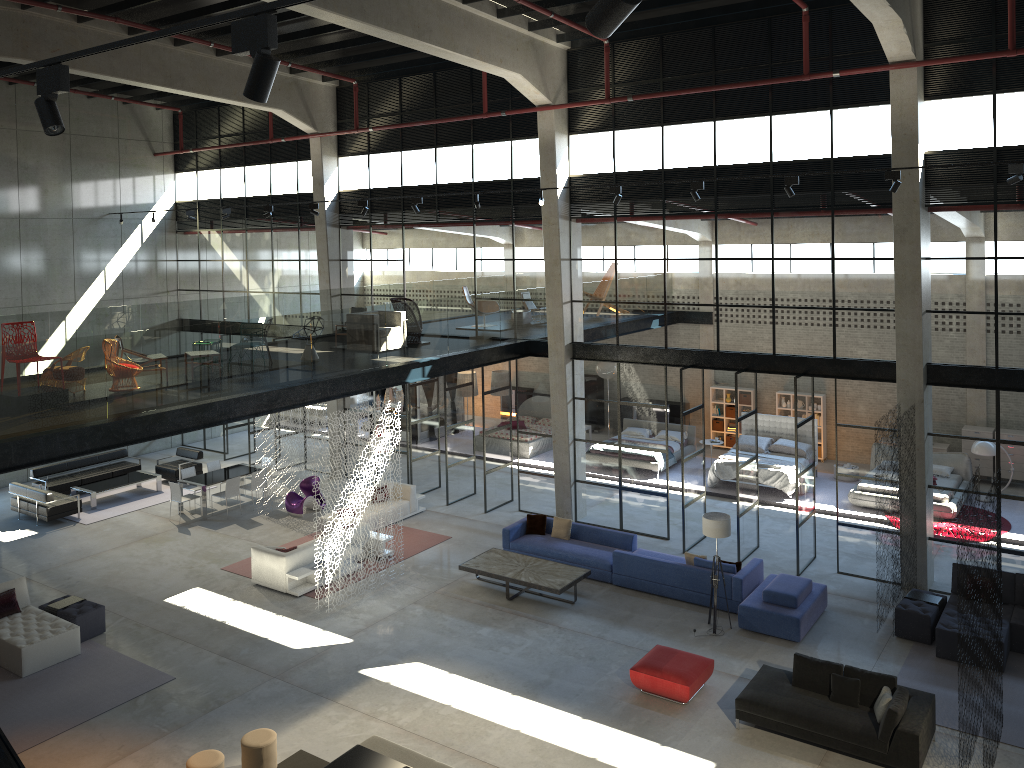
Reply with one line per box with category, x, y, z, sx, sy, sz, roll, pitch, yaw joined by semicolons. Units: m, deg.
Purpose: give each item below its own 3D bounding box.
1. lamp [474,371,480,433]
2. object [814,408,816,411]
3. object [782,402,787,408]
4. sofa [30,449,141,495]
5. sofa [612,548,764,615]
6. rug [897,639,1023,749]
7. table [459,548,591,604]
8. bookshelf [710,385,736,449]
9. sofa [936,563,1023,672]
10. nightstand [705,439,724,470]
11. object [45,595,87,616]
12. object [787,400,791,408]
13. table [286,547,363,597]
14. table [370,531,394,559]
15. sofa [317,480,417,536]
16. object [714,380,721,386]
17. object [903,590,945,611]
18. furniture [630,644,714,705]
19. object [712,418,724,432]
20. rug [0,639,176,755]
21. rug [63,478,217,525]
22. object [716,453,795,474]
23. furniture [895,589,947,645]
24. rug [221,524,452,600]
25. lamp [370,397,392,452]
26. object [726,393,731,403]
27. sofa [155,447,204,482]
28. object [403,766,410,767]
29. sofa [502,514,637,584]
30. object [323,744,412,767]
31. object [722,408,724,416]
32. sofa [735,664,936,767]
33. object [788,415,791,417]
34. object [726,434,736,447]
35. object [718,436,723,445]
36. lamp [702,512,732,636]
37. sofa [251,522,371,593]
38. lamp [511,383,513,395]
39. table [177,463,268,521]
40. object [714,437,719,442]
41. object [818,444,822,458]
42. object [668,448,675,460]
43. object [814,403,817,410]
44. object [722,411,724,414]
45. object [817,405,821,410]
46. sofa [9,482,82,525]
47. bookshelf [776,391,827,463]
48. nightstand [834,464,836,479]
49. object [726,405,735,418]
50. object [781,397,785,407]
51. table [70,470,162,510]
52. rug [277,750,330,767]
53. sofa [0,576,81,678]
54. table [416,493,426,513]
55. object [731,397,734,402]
lamp;-1.301;0.597;26.780;0.802;1.916;0.685;-2;2;-13
object;8.017;0.673;23.223;0.065;0.063;0.066;-2;6;-8
object;7.357;0.562;23.692;0.110;0.156;0.110;-5;6;-44
sofa;-10.570;2.273;21.891;0.822;0.752;2.476;3;9;34
sofa;2.988;3.164;15.006;2.341;0.718;1.063;5;9;35
rug;6.931;4.083;11.193;3.636;0.020;2.673;5;12;34
table;0.212;3.363;15.123;2.068;0.397;1.036;5;11;34
bookshelf;6.209;0.982;24.607;1.241;1.750;0.331;2;3;35
sofa;8.153;3.497;11.937;4.159;0.864;1.842;5;10;35
nightstand;5.079;1.821;22.328;0.601;0.697;0.607;-1;5;7
object;-7.060;3.505;13.895;0.301;0.099;0.523;4;10;29
object;7.473;0.538;23.691;0.100;0.202;0.100;-3;3;-27
table;-3.328;3.354;15.700;0.301;0.366;1.584;2;9;34
table;-2.863;3.100;17.162;1.204;0.367;0.303;5;7;35
sofa;-3.075;2.683;18.786;0.944;0.664;2.167;3;10;34
object;5.847;-0.027;24.980;0.234;0.150;0.053;3;4;33
object;6.306;3.310;13.437;0.519;0.099;0.303;6;12;39
furniture;2.158;3.890;11.785;0.856;0.374;0.863;4;10;34
object;5.882;1.154;24.824;0.324;0.296;0.326;3;7;35
rug;-6.835;4.299;11.578;2.653;0.020;3.664;5;11;34
rug;-9.322;2.736;21.238;2.415;0.025;3.423;5;11;34
object;5.784;2.074;20.654;2.286;0.655;0.657;6;8;38
furniture;6.220;3.513;13.332;0.510;0.452;0.968;4;9;39
rug;-3.337;3.297;17.153;2.653;0.020;3.664;5;11;34
lamp;-2.664;0.790;17.793;0.440;1.096;0.441;1;3;43
object;6.063;0.398;24.566;0.154;0.247;0.155;1;4;26
sofa;-8.561;2.117;22.579;0.952;0.755;0.827;3;7;35
object;-1.111;4.150;9.154;0.387;0.036;0.389;6;12;38
sofa;1.066;3.038;16.353;2.341;0.601;1.063;5;10;35
object;-1.321;4.202;9.292;1.476;0.086;0.540;5;11;35
object;5.983;0.782;24.777;0.081;0.227;0.081;-2;2;-24
sofa;3.887;3.956;10.609;2.111;0.558;1.091;5;10;35
object;7.497;0.949;23.657;0.099;0.202;0.099;-3;4;-38
object;6.214;1.594;24.608;0.324;0.296;0.326;3;7;35
object;5.893;1.596;24.805;0.139;0.234;0.140;-2;4;-19
lamp;3.098;2.918;13.405;0.429;1.736;0.672;0;3;32
sofa;-3.680;3.121;16.230;0.949;0.665;2.158;3;10;34
lamp;-0.259;0.571;26.808;0.802;1.915;0.685;-2;2;-13
table;-6.667;2.461;20.284;0.902;0.753;1.819;3;9;34
object;5.207;1.414;22.329;0.168;0.089;0.170;-2;8;-4
object;8.105;1.767;23.321;0.324;0.296;0.326;3;7;35
object;3.062;1.725;22.573;2.115;0.245;0.725;5;11;34
object;8.041;0.595;23.371;0.174;0.168;0.176;-1;6;2
object;6.003;0.823;24.896;0.065;0.106;0.065;-2;4;-10
object;8.178;0.625;23.276;0.142;0.137;0.142;-5;7;-38
sofa;-10.507;2.626;19.768;1.655;0.754;0.827;4;8;35
bookshelf;7.760;1.126;23.541;1.241;1.750;0.331;2;3;35
nightstand;8.087;2.142;21.227;0.580;0.297;0.484;4;9;31
object;6.203;0.772;24.587;0.324;0.296;0.326;3;7;35
object;7.366;0.485;23.825;0.094;0.261;0.095;-1;2;-5
table;-9.531;2.546;21.177;0.903;0.405;1.819;4;11;34
rug;-1.791;4.727;8.399;3.636;0.020;2.673;5;12;34
sofa;-8.261;3.847;11.842;1.829;0.864;4.191;4;11;34
table;-2.388;2.657;19.759;0.903;0.368;0.303;5;7;35
object;6.198;0.437;24.660;0.185;0.131;0.187;-1;7;-2
